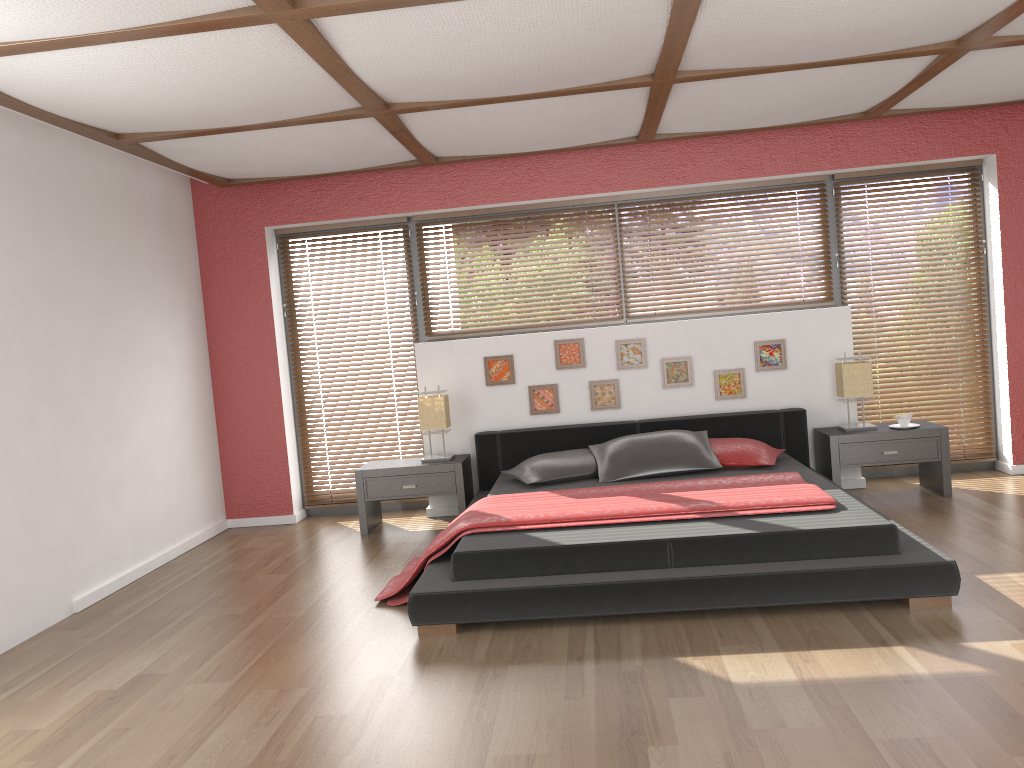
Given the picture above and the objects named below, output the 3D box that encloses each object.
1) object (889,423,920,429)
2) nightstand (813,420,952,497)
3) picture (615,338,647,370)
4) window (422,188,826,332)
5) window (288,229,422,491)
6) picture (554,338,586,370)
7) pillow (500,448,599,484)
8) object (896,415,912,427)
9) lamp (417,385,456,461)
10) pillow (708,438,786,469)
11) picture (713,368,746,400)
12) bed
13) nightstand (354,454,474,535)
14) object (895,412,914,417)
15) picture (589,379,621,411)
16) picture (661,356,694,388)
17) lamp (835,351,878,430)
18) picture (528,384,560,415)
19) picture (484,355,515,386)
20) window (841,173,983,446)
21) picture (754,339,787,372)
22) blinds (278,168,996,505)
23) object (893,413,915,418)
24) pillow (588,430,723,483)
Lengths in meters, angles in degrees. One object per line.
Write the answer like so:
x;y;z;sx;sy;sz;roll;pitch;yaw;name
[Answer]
2.439;0.263;5.512;0.179;0.012;0.179;-3;4;30;object
2.324;0.487;5.592;0.700;0.423;0.413;-5;3;5;nightstand
0.797;-0.199;5.928;0.200;0.200;0.010;-5;3;5;picture
0.767;-0.860;6.243;2.817;0.786;0.020;-5;3;5;window
-1.124;-0.163;6.455;0.889;1.893;0.020;-5;3;5;window
0.389;-0.202;5.964;0.200;0.200;0.010;-5;3;5;picture
0.346;0.501;5.430;0.745;0.172;0.418;-6;4;-19;pillow
2.436;0.231;5.510;0.099;0.069;0.099;-3;4;30;object
-0.508;0.252;5.866;0.200;0.480;0.200;-5;3;5;lamp
1.255;0.424;5.399;0.745;0.172;0.418;-3;4;24;pillow
1.446;0.002;5.884;0.200;0.200;0.010;-5;3;5;picture
0.610;0.608;4.745;2.469;0.577;2.413;-5;3;5;bed
-0.630;0.726;5.868;0.700;0.423;0.413;-5;3;5;nightstand
2.437;0.192;5.513;0.192;0.007;0.007;-7;4;-30;object
0.624;0.073;5.961;0.200;0.200;0.010;-5;3;5;picture
1.101;-0.078;5.909;0.200;0.200;0.010;-5;3;5;picture
2.169;0.035;5.617;0.200;0.480;0.200;-5;3;5;lamp
0.216;0.105;5.999;0.200;0.200;0.010;-5;3;5;picture
-0.085;-0.091;6.013;0.200;0.200;0.010;-5;3;5;picture
2.748;-0.477;6.094;0.889;1.893;0.020;-5;3;5;window
1.705;-0.188;5.849;0.200;0.200;0.010;-5;3;5;picture
0.807;-0.280;6.209;4.840;1.952;0.032;-5;3;5;blinds
2.427;0.194;5.492;0.192;0.007;0.007;-7;4;-25;object
0.842;0.414;5.294;0.744;0.241;0.386;-5;3;1;pillow
